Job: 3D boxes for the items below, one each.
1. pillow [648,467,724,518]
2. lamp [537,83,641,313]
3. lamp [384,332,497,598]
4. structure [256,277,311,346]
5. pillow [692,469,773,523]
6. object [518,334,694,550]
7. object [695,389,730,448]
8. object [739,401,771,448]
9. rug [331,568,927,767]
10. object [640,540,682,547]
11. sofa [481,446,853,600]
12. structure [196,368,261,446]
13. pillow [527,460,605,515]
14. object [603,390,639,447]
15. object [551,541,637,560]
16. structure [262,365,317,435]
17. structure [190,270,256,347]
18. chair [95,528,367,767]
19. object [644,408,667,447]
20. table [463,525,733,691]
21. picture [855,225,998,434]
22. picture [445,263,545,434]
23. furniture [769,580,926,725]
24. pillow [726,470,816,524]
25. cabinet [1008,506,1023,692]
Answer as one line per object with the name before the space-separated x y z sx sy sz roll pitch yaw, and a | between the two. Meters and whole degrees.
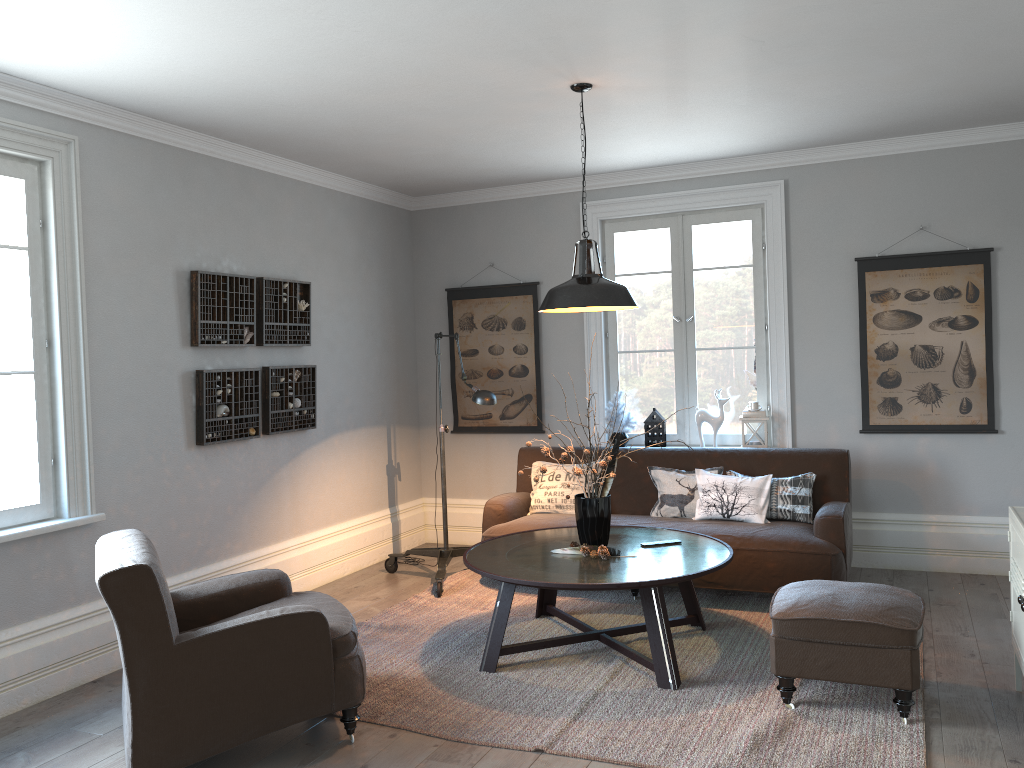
pillow | 1.067 0.679 5.452 0.472 0.347 0.159 -2 1 21
lamp | 0.351 -0.898 4.289 0.504 1.075 0.504 -3 1 -19
lamp | -0.446 0.472 6.078 0.797 1.644 1.864 -3 2 -28
structure | -1.408 -0.444 5.531 0.105 0.416 0.468 -2 2 24
pillow | 1.303 0.666 5.265 0.471 0.309 0.188 -1 1 25
object | 0.461 0.282 4.214 0.853 1.066 0.525 -2 1 -5
object | 1.362 0.239 6.009 0.239 0.410 0.128 -2 1 20
object | 1.630 0.275 5.955 0.193 0.322 0.193 -2 1 18
rug | 0.468 1.254 4.358 2.818 0.090 2.400 -1 2 24
object | 0.744 0.793 4.424 0.207 0.011 0.051 -3 2 -16
sofa | 0.917 0.840 5.450 2.165 0.824 0.969 -1 2 24
structure | -1.610 0.121 5.063 0.086 0.416 0.468 -2 2 24
pillow | 0.345 0.683 5.816 0.519 0.368 0.240 -1 1 24
object | 0.756 0.245 6.356 0.248 0.424 0.263 -3 2 -30
object | 0.387 0.789 4.237 0.404 0.067 0.153 -1 2 41
structure | -1.388 0.092 5.564 0.086 0.416 0.468 -2 2 24
structure | -1.646 -0.420 5.051 0.099 0.416 0.468 -2 2 24
chair | -1.095 0.983 3.507 0.970 0.795 0.807 -3 2 -25
object | 1.011 0.309 6.254 0.155 0.284 0.155 -2 1 14
table | 0.420 1.062 4.333 1.300 0.503 1.300 -2 2 17
picture | 2.593 -0.343 5.581 0.793 1.313 0.057 -2 1 24
picture | -0.137 -0.275 6.792 0.793 1.313 0.057 -2 1 24
furniture | 1.377 1.061 3.631 0.583 0.440 0.574 -1 2 24
pillow | 1.533 0.670 5.286 0.542 0.288 0.183 -1 1 25
cabinet | 1.990 0.899 3.065 0.408 0.757 1.152 -2 2 24
